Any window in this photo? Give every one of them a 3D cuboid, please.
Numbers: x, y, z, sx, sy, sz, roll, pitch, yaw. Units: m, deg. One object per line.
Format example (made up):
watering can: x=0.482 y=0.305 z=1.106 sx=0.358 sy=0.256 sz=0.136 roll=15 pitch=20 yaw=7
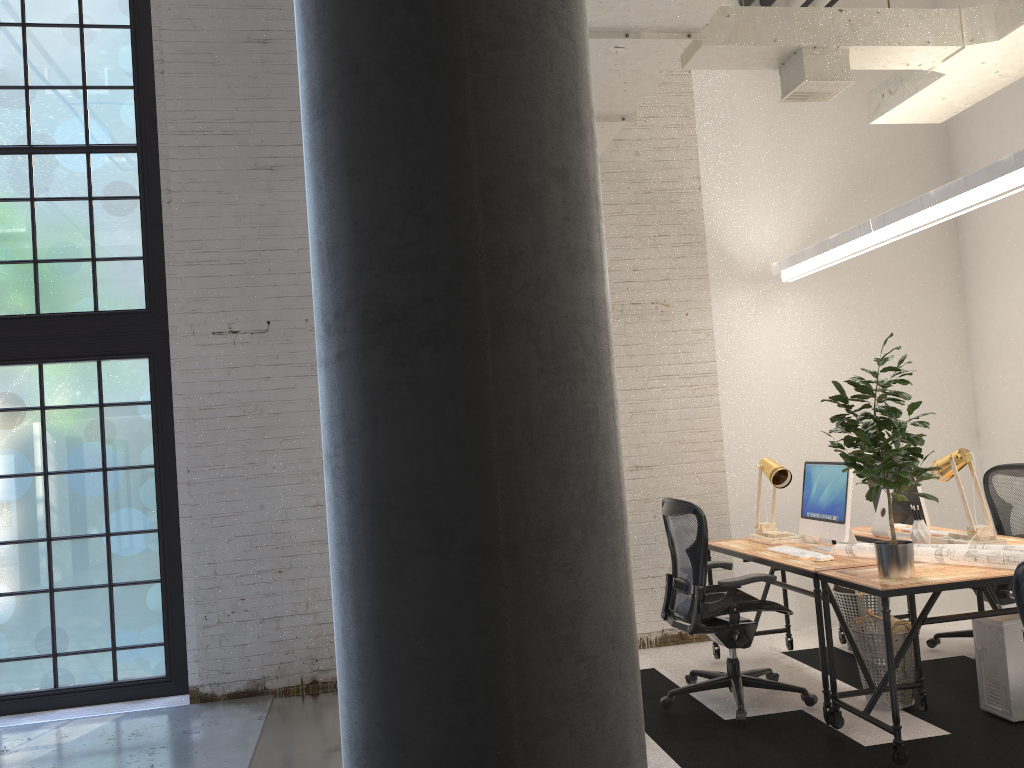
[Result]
window: x=-3.452 y=-0.448 z=5.701 sx=2.490 sy=5.175 sz=0.138 roll=-4 pitch=-3 yaw=-10

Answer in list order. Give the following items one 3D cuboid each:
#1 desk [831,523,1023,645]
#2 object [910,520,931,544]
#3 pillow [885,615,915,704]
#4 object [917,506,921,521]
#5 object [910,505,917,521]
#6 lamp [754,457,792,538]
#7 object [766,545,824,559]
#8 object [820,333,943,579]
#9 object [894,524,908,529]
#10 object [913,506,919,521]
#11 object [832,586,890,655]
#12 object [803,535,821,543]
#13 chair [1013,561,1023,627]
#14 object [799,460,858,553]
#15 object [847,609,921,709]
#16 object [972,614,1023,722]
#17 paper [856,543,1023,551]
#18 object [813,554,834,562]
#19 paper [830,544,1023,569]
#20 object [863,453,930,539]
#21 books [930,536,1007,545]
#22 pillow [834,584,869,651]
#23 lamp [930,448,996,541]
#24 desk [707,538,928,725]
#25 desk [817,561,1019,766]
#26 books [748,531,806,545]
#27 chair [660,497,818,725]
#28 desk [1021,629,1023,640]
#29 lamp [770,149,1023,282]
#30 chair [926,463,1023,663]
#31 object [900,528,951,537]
desk: x=2.430 y=1.227 z=5.036 sx=0.529 sy=0.724 sz=1.402 roll=-4 pitch=-4 yaw=-10
object: x=2.218 y=0.803 z=4.819 sx=0.101 sy=0.126 sz=0.101 roll=-6 pitch=-4 yaw=35
pillow: x=1.961 y=1.387 z=4.478 sx=0.119 sy=0.406 sz=0.239 roll=-4 pitch=-3 yaw=-9
object: x=2.218 y=0.760 z=4.807 sx=0.054 sy=0.207 sz=0.008 roll=-1 pitch=-4 yaw=-45
object: x=2.205 y=0.762 z=4.833 sx=0.008 sy=0.207 sz=0.054 roll=-3 pitch=-3 yaw=-27
lamp: x=1.557 y=0.674 z=5.304 sx=0.126 sy=0.469 sz=0.344 roll=-4 pitch=-3 yaw=-10
object: x=1.525 y=0.907 z=4.797 sx=0.118 sy=0.017 sz=0.439 roll=-4 pitch=-4 yaw=-10
object: x=1.634 y=0.314 z=3.945 sx=0.438 sy=1.077 sz=0.514 roll=-3 pitch=-3 yaw=-19
object: x=2.398 y=0.880 z=5.496 sx=0.106 sy=0.029 sz=0.059 roll=-4 pitch=-4 yaw=-9
object: x=2.205 y=0.762 z=4.809 sx=0.054 sy=0.207 sz=0.008 roll=-3 pitch=-3 yaw=-23
object: x=2.167 y=1.420 z=5.449 sx=0.353 sy=0.434 sz=0.359 roll=-4 pitch=-3 yaw=-14
object: x=1.746 y=0.860 z=5.156 sx=0.101 sy=0.126 sz=0.101 roll=-6 pitch=-4 yaw=35
chair: x=1.602 y=0.945 z=2.091 sx=0.792 sy=1.085 sz=0.771 roll=-3 pitch=-3 yaw=-26
object: x=1.731 y=0.660 z=4.821 sx=0.189 sy=0.485 sz=0.484 roll=-4 pitch=-3 yaw=-10
object: x=1.882 y=1.379 z=4.470 sx=0.353 sy=0.434 sz=0.359 roll=-4 pitch=-3 yaw=-14
object: x=2.515 y=1.308 z=4.210 sx=0.543 sy=0.454 sz=0.221 roll=-4 pitch=-3 yaw=-10
paper: x=2.138 y=0.789 z=4.185 sx=1.135 sy=0.082 sz=0.083 roll=-8 pitch=-5 yaw=45
object: x=1.573 y=0.876 z=4.473 sx=0.106 sy=0.029 sz=0.059 roll=-4 pitch=-4 yaw=-9
paper: x=1.974 y=0.800 z=4.157 sx=0.083 sy=0.082 sz=1.135 roll=-2 pitch=-4 yaw=-35
object: x=2.206 y=0.646 z=5.170 sx=0.189 sy=0.485 sz=0.484 roll=-4 pitch=-3 yaw=-10
books: x=2.375 y=0.822 z=4.623 sx=0.225 sy=0.038 sz=0.309 roll=-4 pitch=-4 yaw=-10
pillow: x=2.089 y=1.439 z=5.440 sx=0.119 sy=0.406 sz=0.239 roll=-4 pitch=-3 yaw=-9
lamp: x=2.376 y=0.574 z=4.690 sx=0.126 sy=0.469 sz=0.345 roll=-4 pitch=-3 yaw=-10
desk: x=1.597 y=1.281 z=4.897 sx=0.529 sy=0.724 sz=1.402 roll=-4 pitch=-4 yaw=-10
desk: x=2.183 y=1.180 z=4.012 sx=1.400 sy=0.724 sz=0.530 roll=-4 pitch=-3 yaw=-10
books: x=1.595 y=0.926 z=5.347 sx=0.225 sy=0.038 sz=0.309 roll=-4 pitch=-4 yaw=-10
chair: x=1.124 y=1.127 z=4.727 sx=0.792 sy=1.085 sz=0.771 roll=-3 pitch=-3 yaw=-26
desk: x=2.075 y=1.098 z=2.261 sx=0.529 sy=0.724 sz=1.402 roll=-4 pitch=-4 yaw=-10
lamp: x=2.367 y=-2.344 z=2.451 sx=0.226 sy=2.862 sz=7.309 roll=-4 pitch=-4 yaw=-10
chair: x=2.877 y=1.028 z=5.223 sx=0.792 sy=1.085 sz=0.771 roll=-3 pitch=-3 yaw=-26
object: x=2.446 y=0.863 z=5.172 sx=0.118 sy=0.017 sz=0.439 roll=-4 pitch=-4 yaw=-10
